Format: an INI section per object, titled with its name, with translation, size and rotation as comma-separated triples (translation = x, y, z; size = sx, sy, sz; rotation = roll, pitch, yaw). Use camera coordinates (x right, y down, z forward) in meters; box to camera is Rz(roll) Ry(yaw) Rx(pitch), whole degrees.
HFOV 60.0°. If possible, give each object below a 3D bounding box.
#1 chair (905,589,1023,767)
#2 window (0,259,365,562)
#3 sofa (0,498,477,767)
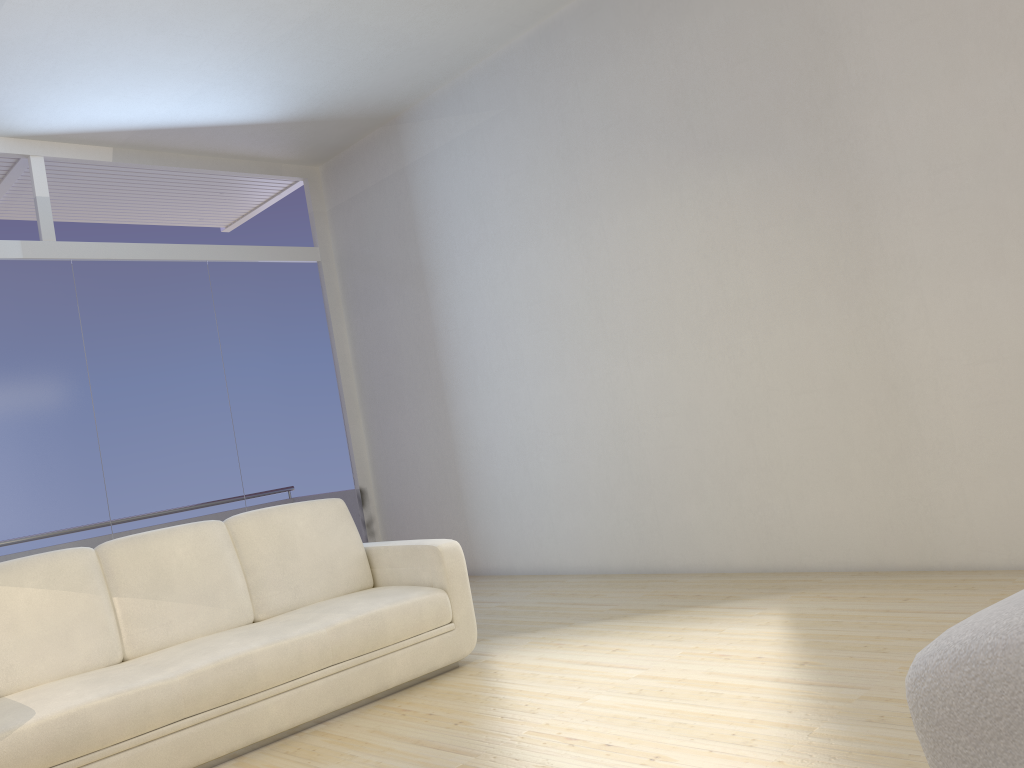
[chair]
translation = 0.754, 0.443, 0.354
size = 0.919, 0.828, 0.941
rotation = -9, -4, -24
[window]
translation = -2.497, 0.416, 6.486
size = 2.988, 2.706, 0.012
rotation = -7, -4, -44
[sofa]
translation = -1.286, 1.018, 3.702
size = 2.166, 0.862, 0.941
rotation = -7, -4, -44
